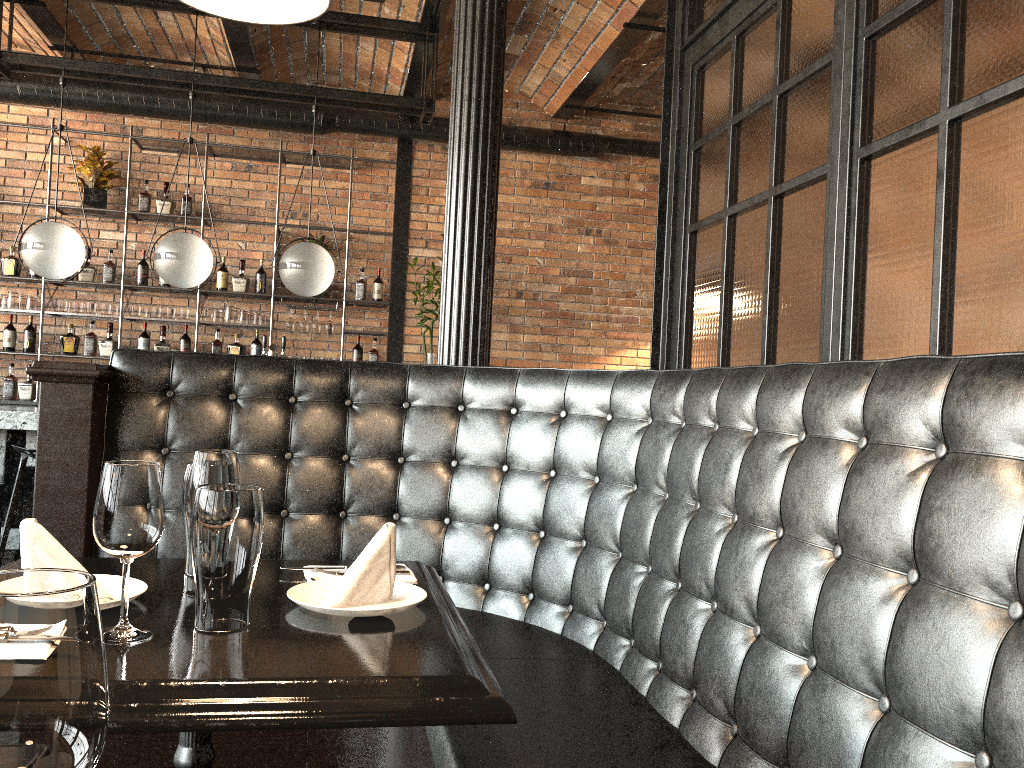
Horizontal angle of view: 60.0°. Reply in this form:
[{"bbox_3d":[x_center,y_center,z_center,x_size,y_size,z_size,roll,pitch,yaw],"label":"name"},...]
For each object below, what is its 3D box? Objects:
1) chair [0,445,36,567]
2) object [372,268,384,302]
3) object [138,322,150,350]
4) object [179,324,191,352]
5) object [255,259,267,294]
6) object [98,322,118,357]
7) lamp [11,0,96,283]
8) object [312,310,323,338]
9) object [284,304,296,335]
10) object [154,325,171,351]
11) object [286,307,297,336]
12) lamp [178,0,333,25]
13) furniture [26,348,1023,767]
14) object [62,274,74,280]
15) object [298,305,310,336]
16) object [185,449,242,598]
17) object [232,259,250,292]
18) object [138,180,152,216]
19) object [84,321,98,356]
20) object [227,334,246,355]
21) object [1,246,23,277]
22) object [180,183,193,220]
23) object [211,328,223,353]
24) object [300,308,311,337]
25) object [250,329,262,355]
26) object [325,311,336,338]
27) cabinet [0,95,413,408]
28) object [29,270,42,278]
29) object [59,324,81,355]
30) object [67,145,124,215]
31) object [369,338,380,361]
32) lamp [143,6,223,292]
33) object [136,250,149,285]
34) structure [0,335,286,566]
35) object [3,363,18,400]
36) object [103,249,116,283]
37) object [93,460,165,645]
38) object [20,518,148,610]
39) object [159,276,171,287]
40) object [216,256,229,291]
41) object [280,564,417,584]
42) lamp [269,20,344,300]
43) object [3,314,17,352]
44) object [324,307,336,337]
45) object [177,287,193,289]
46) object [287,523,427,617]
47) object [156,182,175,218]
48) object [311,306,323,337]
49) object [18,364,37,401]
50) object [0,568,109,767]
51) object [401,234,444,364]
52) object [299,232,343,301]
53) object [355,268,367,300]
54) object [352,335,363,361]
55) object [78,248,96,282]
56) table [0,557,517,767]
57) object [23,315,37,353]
[{"bbox_3d":[-2.491,0.693,4.795,0.475,0.737,0.414,3,-1,-16],"label":"chair"},{"bbox_3d":[-1.121,-0.822,7.435,0.086,0.298,0.086,2,-1,43],"label":"object"},{"bbox_3d":[-2.923,-0.344,7.051,0.086,0.298,0.086,2,-1,38],"label":"object"},{"bbox_3d":[-2.619,-0.328,7.108,0.086,0.299,0.086,2,-1,38],"label":"object"},{"bbox_3d":[-2.045,-0.870,7.225,0.086,0.297,0.086,2,-1,38],"label":"object"},{"bbox_3d":[-3.168,-0.346,6.980,0.123,0.279,0.123,3,-1,2],"label":"object"},{"bbox_3d":[-2.684,-1.474,5.266,0.340,1.754,0.340,2,-1,35],"label":"lamp"},{"bbox_3d":[-1.620,-0.510,7.381,0.092,0.244,0.092,2,-1,28],"label":"object"},{"bbox_3d":[-1.792,-0.521,7.178,0.092,0.244,0.092,2,-1,28],"label":"object"},{"bbox_3d":[-2.782,-0.326,7.058,0.123,0.279,0.123,3,-1,-23],"label":"object"},{"bbox_3d":[-1.825,-0.520,7.340,0.092,0.244,0.092,2,-1,28],"label":"object"},{"bbox_3d":[-0.408,-1.486,1.497,0.291,1.653,0.291,2,-1,34],"label":"lamp"},{"bbox_3d":[0.040,0.525,0.444,1.979,1.212,5.451,3,-1,-11],"label":"furniture"},{"bbox_3d":[-3.469,-0.943,6.943,0.086,0.298,0.086,2,-1,38],"label":"object"},{"bbox_3d":[-1.684,-0.515,7.200,0.092,0.244,0.092,2,-1,28],"label":"object"},{"bbox_3d":[-0.514,0.237,1.523,0.092,0.244,0.092,3,-1,5],"label":"object"},{"bbox_3d":[-2.189,-0.867,7.178,0.123,0.279,0.123,3,-1,-3],"label":"object"},{"bbox_3d":[-2.915,-1.481,7.048,0.083,0.282,0.083,3,-1,-11],"label":"object"},{"bbox_3d":[-3.306,-0.355,6.966,0.083,0.282,0.083,3,-1,-11],"label":"object"},{"bbox_3d":[-2.232,-0.282,7.181,0.151,0.248,0.094,3,-1,-2],"label":"object"},{"bbox_3d":[-3.867,-0.938,6.855,0.151,0.248,0.094,3,-1,-8],"label":"object"},{"bbox_3d":[-2.609,-1.465,7.110,0.083,0.282,0.083,3,-1,-26],"label":"object"},{"bbox_3d":[-2.381,-0.307,7.152,0.083,0.282,0.083,3,-1,-26],"label":"object"},{"bbox_3d":[-1.717,-0.515,7.362,0.092,0.244,0.092,2,-1,28],"label":"object"},{"bbox_3d":[-2.082,-0.299,7.226,0.086,0.298,0.086,2,-1,38],"label":"object"},{"bbox_3d":[-1.518,-0.505,7.401,0.092,0.244,0.092,2,-1,28],"label":"object"},{"bbox_3d":[-4.297,-0.830,6.728,7.075,3.779,0.564,3,-1,-11],"label":"cabinet"},{"bbox_3d":[-3.700,-0.954,6.903,0.086,0.298,0.086,2,-1,38],"label":"object"},{"bbox_3d":[-3.458,-0.345,6.935,0.151,0.248,0.094,3,-1,-22],"label":"object"},{"bbox_3d":[-3.299,-1.621,7.009,0.425,0.526,0.430,3,-1,-9],"label":"object"},{"bbox_3d":[-1.150,-0.244,7.400,0.083,0.282,0.083,3,-1,-1],"label":"object"},{"bbox_3d":[-1.966,-1.436,5.410,0.340,1.754,0.340,2,-1,35],"label":"lamp"},{"bbox_3d":[-2.932,-0.916,7.047,0.086,0.299,0.086,2,-1,38],"label":"object"},{"bbox_3d":[-2.791,0.346,5.866,5.346,1.430,1.930,3,-1,-11],"label":"structure"},{"bbox_3d":[-3.873,-0.021,6.851,0.083,0.282,0.083,3,-1,-11],"label":"object"},{"bbox_3d":[-3.173,-0.920,6.995,0.083,0.282,0.083,3,-1,-11],"label":"object"},{"bbox_3d":[-0.539,0.232,1.243,0.092,0.244,0.092,3,-1,-28],"label":"object"},{"bbox_3d":[-0.706,0.285,1.420,0.232,0.139,0.232,2,-1,37],"label":"object"},{"bbox_3d":[-2.776,-0.908,7.106,0.086,0.298,0.086,2,-1,38],"label":"object"},{"bbox_3d":[-2.337,-0.884,7.169,0.086,0.299,0.086,2,-1,38],"label":"object"},{"bbox_3d":[-0.317,0.363,1.716,0.255,0.019,0.157,3,-1,-16],"label":"object"},{"bbox_3d":[-1.249,-1.399,5.554,0.340,1.754,0.340,2,-1,35],"label":"lamp"},{"bbox_3d":[-3.894,-0.394,6.880,0.086,0.298,0.086,2,-1,38],"label":"object"},{"bbox_3d":[-1.486,-0.505,7.240,0.092,0.244,0.092,2,-1,28],"label":"object"},{"bbox_3d":[-2.615,-0.873,7.106,0.151,0.248,0.094,3,-1,17],"label":"object"},{"bbox_3d":[-0.257,0.308,1.495,0.232,0.139,0.232,2,-1,37],"label":"object"},{"bbox_3d":[-2.763,-1.470,7.080,0.123,0.279,0.123,3,-1,-8],"label":"object"},{"bbox_3d":[-1.587,-0.510,7.219,0.092,0.244,0.092,2,-1,28],"label":"object"},{"bbox_3d":[-3.735,-0.012,6.865,0.123,0.279,0.123,3,-1,2],"label":"object"},{"bbox_3d":[-0.285,0.235,0.511,0.092,0.244,0.092,3,-1,5],"label":"object"},{"bbox_3d":[-0.564,-0.491,6.954,0.584,1.546,0.673,2,-1,28],"label":"object"},{"bbox_3d":[-1.608,-0.977,7.274,0.374,0.560,0.398,3,-1,-39],"label":"object"},{"bbox_3d":[-1.253,-0.821,7.381,0.083,0.282,0.083,3,-1,4],"label":"object"},{"bbox_3d":[-1.283,-0.259,7.376,0.086,0.299,0.086,2,-1,38],"label":"object"},{"bbox_3d":[-3.328,-0.926,6.950,0.123,0.279,0.123,3,-1,-23],"label":"object"},{"bbox_3d":[-0.523,0.737,1.442,0.872,0.758,0.872,3,-1,-11],"label":"table"},{"bbox_3d":[-3.740,-0.386,6.882,0.086,0.297,0.086,2,-1,38],"label":"object"}]
